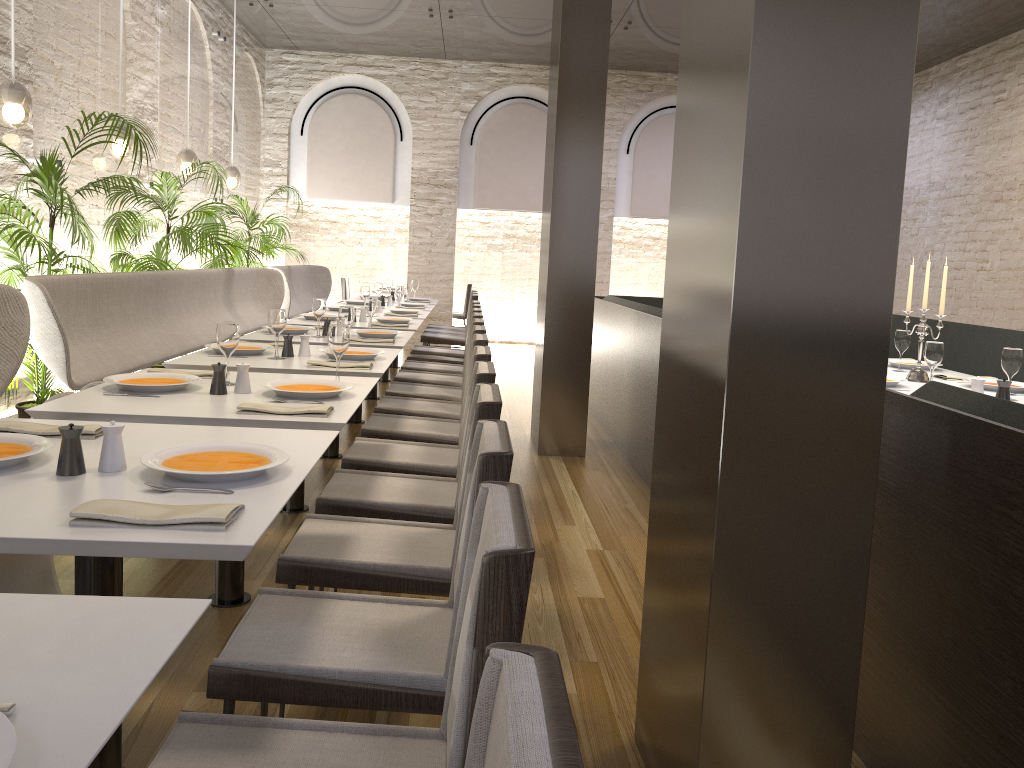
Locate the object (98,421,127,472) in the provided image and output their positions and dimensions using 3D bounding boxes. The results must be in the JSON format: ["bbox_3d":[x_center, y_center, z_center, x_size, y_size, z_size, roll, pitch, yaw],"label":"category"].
[{"bbox_3d":[-0.887,0.136,1.968,0.059,0.109,0.059,2,6,-11],"label":"object"}]

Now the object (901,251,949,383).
[{"bbox_3d":[2.073,-0.339,4.462,0.131,0.654,0.391,4,6,8],"label":"object"}]

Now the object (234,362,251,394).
[{"bbox_3d":[-0.940,-0.024,3.094,0.059,0.109,0.059,3,6,5],"label":"object"}]

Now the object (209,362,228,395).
[{"bbox_3d":[-1.008,-0.020,3.045,0.059,0.109,0.059,3,6,5],"label":"object"}]

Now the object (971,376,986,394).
[{"bbox_3d":[1.956,0.030,3.725,0.069,0.126,0.069,5,7,20],"label":"object"}]

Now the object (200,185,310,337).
[{"bbox_3d":[-2.776,-1.154,9.381,1.145,1.967,1.193,0,7,-22],"label":"object"}]

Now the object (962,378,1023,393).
[{"bbox_3d":[2.373,0.011,4.319,0.322,0.036,0.323,5,8,17],"label":"object"}]

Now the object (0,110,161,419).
[{"bbox_3d":[-2.580,-0.524,4.933,1.147,1.967,1.191,6,7,27],"label":"object"}]

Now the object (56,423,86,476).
[{"bbox_3d":[-0.955,0.139,1.919,0.059,0.109,0.059,2,6,-11],"label":"object"}]

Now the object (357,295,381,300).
[{"bbox_3d":[-1.578,-0.967,9.921,0.322,0.036,0.322,8,10,34],"label":"object"}]

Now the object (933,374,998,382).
[{"bbox_3d":[2.384,-0.030,4.662,0.273,0.033,0.143,2,8,-3],"label":"object"}]

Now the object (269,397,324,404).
[{"bbox_3d":[-0.717,0.055,2.948,0.181,0.015,0.038,3,8,-1],"label":"object"}]

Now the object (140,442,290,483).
[{"bbox_3d":[-0.667,0.181,2.003,0.322,0.036,0.323,-1,9,-25],"label":"object"}]

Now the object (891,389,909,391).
[{"bbox_3d":[1.742,0.024,4.070,0.185,0.010,0.017,2,7,-3],"label":"object"}]

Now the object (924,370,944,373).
[{"bbox_3d":[2.338,-0.075,4.979,0.181,0.015,0.038,3,8,-1],"label":"object"}]

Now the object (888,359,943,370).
[{"bbox_3d":[2.334,-0.109,5.165,0.321,0.036,0.323,2,8,-7],"label":"object"}]

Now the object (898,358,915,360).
[{"bbox_3d":[2.343,-0.151,5.516,0.273,0.033,0.143,2,8,-3],"label":"object"}]

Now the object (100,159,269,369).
[{"bbox_3d":[-2.676,-0.808,6.931,1.191,1.967,1.147,8,8,37],"label":"object"}]

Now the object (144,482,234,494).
[{"bbox_3d":[-0.664,0.214,1.822,0.181,0.015,0.038,3,8,-1],"label":"object"}]

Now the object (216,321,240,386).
[{"bbox_3d":[-1.046,-0.113,3.261,0.087,0.230,0.086,8,8,39],"label":"object"}]

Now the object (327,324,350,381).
[{"bbox_3d":[-0.664,-0.111,3.384,0.087,0.230,0.086,8,8,39],"label":"object"}]

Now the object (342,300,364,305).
[{"bbox_3d":[-1.525,-0.807,8.787,0.322,0.036,0.322,8,10,34],"label":"object"}]

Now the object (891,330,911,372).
[{"bbox_3d":[2.164,-0.183,4.922,0.086,0.230,0.087,4,6,9],"label":"object"}]

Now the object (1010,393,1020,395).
[{"bbox_3d":[2.378,0.046,4.125,0.181,0.015,0.038,3,8,-1],"label":"object"}]

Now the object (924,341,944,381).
[{"bbox_3d":[1.946,-0.080,4.101,0.086,0.230,0.087,3,6,-3],"label":"object"}]

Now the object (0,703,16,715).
[{"bbox_3d":[-0.622,0.342,0.937,0.185,0.010,0.017,2,7,-3],"label":"object"}]

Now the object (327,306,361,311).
[{"bbox_3d":[-1.473,-0.651,7.691,0.322,0.036,0.322,8,10,34],"label":"object"}]

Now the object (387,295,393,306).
[{"bbox_3d":[-1.208,-0.829,8.778,0.059,0.109,0.059,7,7,32],"label":"object"}]

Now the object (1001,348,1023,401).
[{"bbox_3d":[2.210,-0.043,3.930,0.087,0.230,0.086,8,8,39],"label":"object"}]

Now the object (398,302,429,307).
[{"bbox_3d":[-0.989,-0.783,8.813,0.322,0.036,0.322,8,10,34],"label":"object"}]

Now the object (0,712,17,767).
[{"bbox_3d":[-0.608,0.357,0.759,0.322,0.036,0.323,-1,9,-25],"label":"object"}]

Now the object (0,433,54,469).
[{"bbox_3d":[-1.203,0.158,1.977,0.322,0.036,0.323,-1,9,-25],"label":"object"}]

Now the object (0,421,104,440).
[{"bbox_3d":[-1.202,0.118,2.319,0.273,0.033,0.143,2,8,-3],"label":"object"}]

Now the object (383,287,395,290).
[{"bbox_3d":[-1.780,-1.374,12.771,0.322,0.036,0.322,8,9,32],"label":"object"}]

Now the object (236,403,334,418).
[{"bbox_3d":[-0.705,0.079,2.772,0.273,0.033,0.143,2,8,-3],"label":"object"}]

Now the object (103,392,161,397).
[{"bbox_3d":[-1.253,0.034,2.922,0.185,0.010,0.017,2,7,-3],"label":"object"}]

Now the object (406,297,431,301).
[{"bbox_3d":[-1.042,-0.944,9.947,0.322,0.036,0.322,8,10,34],"label":"object"}]

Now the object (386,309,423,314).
[{"bbox_3d":[-0.937,-0.628,7.716,0.322,0.036,0.322,8,10,34],"label":"object"}]

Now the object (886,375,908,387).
[{"bbox_3d":[1.740,-0.017,4.288,0.322,0.036,0.323,5,8,17],"label":"object"}]

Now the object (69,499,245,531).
[{"bbox_3d":[-0.652,0.239,1.646,0.273,0.033,0.143,2,8,-3],"label":"object"}]

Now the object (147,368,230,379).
[{"bbox_3d":[-1.255,-0.042,3.445,0.273,0.033,0.143,2,8,-3],"label":"object"}]

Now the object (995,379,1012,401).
[{"bbox_3d":[2.039,0.040,3.680,0.069,0.126,0.069,6,7,28],"label":"object"}]

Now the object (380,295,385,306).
[{"bbox_3d":[-1.276,-0.825,8.728,0.059,0.109,0.059,7,7,32],"label":"object"}]
